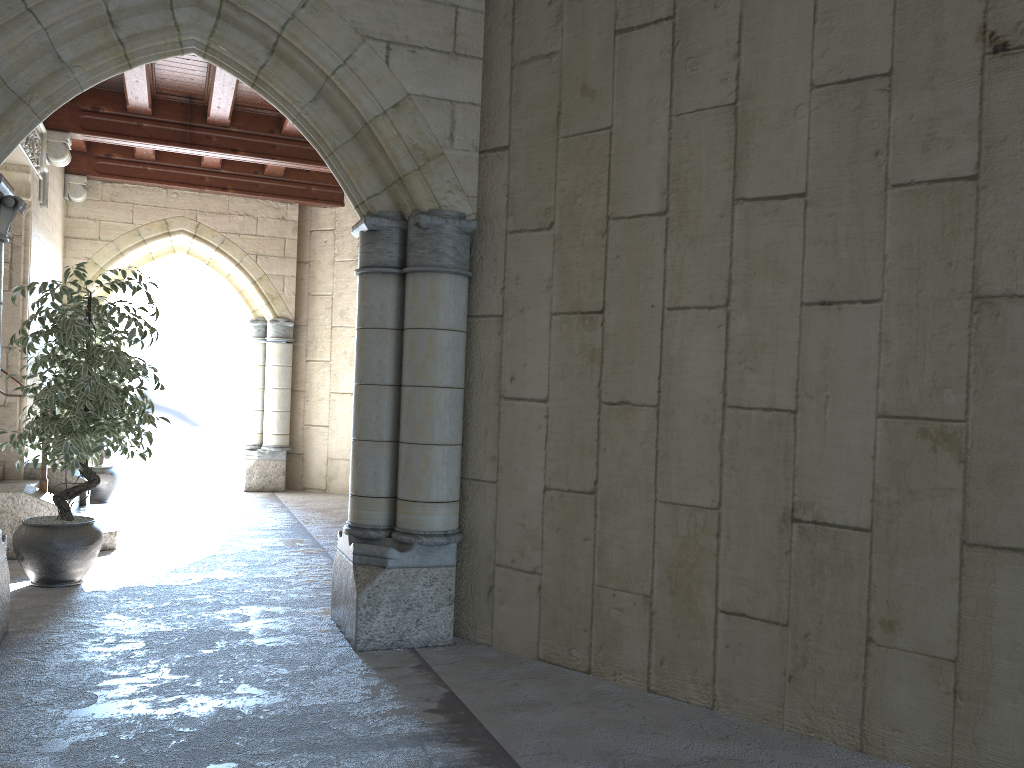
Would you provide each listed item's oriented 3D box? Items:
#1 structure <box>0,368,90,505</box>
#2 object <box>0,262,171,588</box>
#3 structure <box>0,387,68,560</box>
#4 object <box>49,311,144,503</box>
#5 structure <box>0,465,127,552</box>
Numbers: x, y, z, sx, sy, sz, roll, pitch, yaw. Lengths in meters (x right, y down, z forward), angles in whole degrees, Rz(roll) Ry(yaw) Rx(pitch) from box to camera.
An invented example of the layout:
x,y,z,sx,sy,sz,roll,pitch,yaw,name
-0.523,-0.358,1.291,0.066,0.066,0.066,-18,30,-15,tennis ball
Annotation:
x,y,z,sx,sy,sz,roll,pitch,yaw,name
-3.571,0.362,6.456,0.888,1.262,0.472,2,1,-21,structure
-2.183,0.200,4.523,0.786,1.619,0.751,3,1,10,object
-3.067,0.354,5.140,0.888,1.262,0.476,2,1,-21,structure
-3.568,0.209,7.576,0.787,1.619,0.750,2,1,-25,object
-3.850,0.559,5.594,2.575,0.810,1.460,3,-1,-21,structure
